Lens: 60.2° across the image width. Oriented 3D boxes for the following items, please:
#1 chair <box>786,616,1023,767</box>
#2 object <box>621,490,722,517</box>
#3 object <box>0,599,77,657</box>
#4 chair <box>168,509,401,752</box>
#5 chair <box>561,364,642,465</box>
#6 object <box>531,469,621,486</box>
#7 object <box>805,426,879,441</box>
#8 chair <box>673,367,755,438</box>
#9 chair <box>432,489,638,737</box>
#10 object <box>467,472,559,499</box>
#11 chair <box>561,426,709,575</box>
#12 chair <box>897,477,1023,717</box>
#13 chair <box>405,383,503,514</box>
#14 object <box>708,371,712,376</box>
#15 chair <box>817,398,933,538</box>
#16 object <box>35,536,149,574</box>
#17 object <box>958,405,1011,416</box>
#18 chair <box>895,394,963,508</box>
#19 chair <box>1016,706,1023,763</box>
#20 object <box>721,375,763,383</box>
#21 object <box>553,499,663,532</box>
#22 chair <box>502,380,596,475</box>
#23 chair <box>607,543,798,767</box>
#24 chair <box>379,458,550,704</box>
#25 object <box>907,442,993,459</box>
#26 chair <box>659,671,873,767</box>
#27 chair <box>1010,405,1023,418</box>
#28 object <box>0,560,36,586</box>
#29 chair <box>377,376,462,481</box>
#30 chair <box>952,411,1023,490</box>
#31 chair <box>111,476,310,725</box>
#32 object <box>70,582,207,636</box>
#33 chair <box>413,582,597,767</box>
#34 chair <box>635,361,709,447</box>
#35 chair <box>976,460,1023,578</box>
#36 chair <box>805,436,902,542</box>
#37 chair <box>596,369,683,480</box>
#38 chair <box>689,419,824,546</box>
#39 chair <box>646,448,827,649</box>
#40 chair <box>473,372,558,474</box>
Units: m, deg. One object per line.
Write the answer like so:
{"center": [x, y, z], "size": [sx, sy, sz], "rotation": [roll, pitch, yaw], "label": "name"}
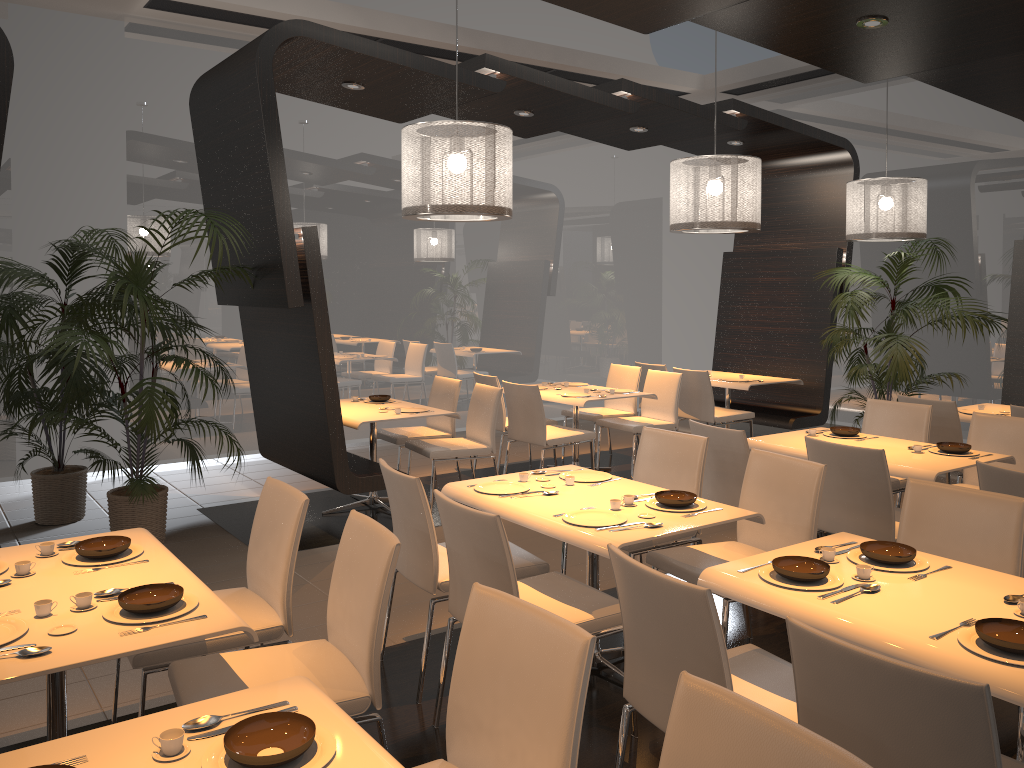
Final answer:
{"center": [0.954, 0.947, 1.967], "size": [0.606, 0.867, 0.485], "rotation": [-3, 4, -38], "label": "chair"}
{"center": [0.616, 0.465, 3.542], "size": [0.304, 0.044, 0.366], "rotation": [-5, 8, -36], "label": "object"}
{"center": [-1.280, 0.617, 2.202], "size": [0.335, 0.038, 0.378], "rotation": [-5, 8, -41], "label": "object"}
{"center": [-0.659, 0.879, 2.595], "size": [0.606, 0.867, 0.485], "rotation": [-2, 3, -28], "label": "chair"}
{"center": [0.837, 0.276, 8.093], "size": [0.606, 0.872, 0.485], "rotation": [-2, 4, -33], "label": "chair"}
{"center": [0.273, 0.411, 4.061], "size": [0.378, 0.038, 0.336], "rotation": [6, 9, 44], "label": "object"}
{"center": [1.915, 0.283, 5.194], "size": [0.304, 0.044, 0.366], "rotation": [-5, 8, -36], "label": "object"}
{"center": [1.808, 0.284, 8.012], "size": [0.606, 0.872, 0.485], "rotation": [-2, 4, -33], "label": "chair"}
{"center": [0.066, 0.816, 3.165], "size": [0.606, 0.867, 0.485], "rotation": [-2, 4, -33], "label": "chair"}
{"center": [0.022, 0.438, 3.821], "size": [0.335, 0.038, 0.378], "rotation": [-5, 8, -41], "label": "object"}
{"center": [0.610, 0.690, 4.306], "size": [0.606, 0.867, 0.485], "rotation": [-3, 4, -38], "label": "chair"}
{"center": [1.436, 0.828, 3.063], "size": [0.606, 0.872, 0.485], "rotation": [-3, 4, -38], "label": "chair"}
{"center": [-0.407, 0.458, 6.419], "size": [0.606, 0.867, 0.485], "rotation": [-2, 3, -28], "label": "chair"}
{"center": [1.795, -0.107, 8.741], "size": [0.304, 0.044, 0.366], "rotation": [-5, 8, -36], "label": "object"}
{"center": [2.246, 0.562, 5.461], "size": [0.606, 0.867, 0.485], "rotation": [-3, 4, -38], "label": "chair"}
{"center": [-1.371, 0.539, 2.885], "size": [0.304, 0.044, 0.366], "rotation": [-5, 8, -36], "label": "object"}
{"center": [3.294, 0.185, 6.108], "size": [0.335, 0.038, 0.378], "rotation": [-5, 8, -41], "label": "object"}
{"center": [2.959, 0.510, 5.953], "size": [0.606, 0.872, 0.485], "rotation": [-2, 3, -28], "label": "chair"}
{"center": [1.839, 0.887, 2.501], "size": [0.606, 0.867, 0.485], "rotation": [-2, 3, -28], "label": "chair"}
{"center": [2.146, -0.048, 8.233], "size": [0.335, 0.038, 0.378], "rotation": [-5, 8, -41], "label": "object"}
{"center": [0.376, 0.493, 3.320], "size": [0.335, 0.038, 0.378], "rotation": [-5, 8, -41], "label": "object"}
{"center": [0.271, 0.407, 6.901], "size": [0.606, 0.872, 0.485], "rotation": [-3, 4, -38], "label": "chair"}
{"center": [0.614, 0.893, 2.462], "size": [0.606, 0.867, 0.485], "rotation": [-2, 3, -28], "label": "chair"}
{"center": [-0.223, 0.756, 3.711], "size": [0.606, 0.867, 0.485], "rotation": [-2, 3, -28], "label": "chair"}
{"center": [2.289, 0.341, 4.663], "size": [0.304, 0.044, 0.366], "rotation": [-5, 8, -36], "label": "object"}
{"center": [0.214, 1.015, 1.367], "size": [0.606, 0.872, 0.485], "rotation": [-2, 4, -33], "label": "chair"}
{"center": [3.425, 0.562, 5.472], "size": [0.606, 0.872, 0.485], "rotation": [-3, 4, -38], "label": "chair"}
{"center": [-1.635, 0.560, 2.692], "size": [0.304, 0.044, 0.366], "rotation": [-5, 8, -36], "label": "object"}
{"center": [-0.737, 0.401, 6.964], "size": [0.606, 0.872, 0.485], "rotation": [-2, 4, -33], "label": "chair"}
{"center": [2.586, 0.628, 4.854], "size": [0.606, 0.867, 0.485], "rotation": [-2, 4, -33], "label": "chair"}
{"center": [-1.045, 0.825, 3.090], "size": [0.606, 0.867, 0.485], "rotation": [-2, 4, -33], "label": "chair"}
{"center": [-1.020, 0.591, 2.408], "size": [0.304, 0.044, 0.366], "rotation": [-5, 8, -36], "label": "object"}
{"center": [-0.172, 0.961, 1.863], "size": [0.606, 0.872, 0.485], "rotation": [-3, 4, -38], "label": "chair"}
{"center": [1.545, 0.217, 8.603], "size": [0.606, 0.867, 0.485], "rotation": [-2, 4, -33], "label": "chair"}
{"center": [2.289, 0.762, 3.661], "size": [0.606, 0.872, 0.485], "rotation": [-2, 3, -28], "label": "chair"}
{"center": [1.778, 0.692, 4.304], "size": [0.606, 0.872, 0.485], "rotation": [-2, 4, -33], "label": "chair"}
{"center": [1.099, 0.339, 7.502], "size": [0.606, 0.867, 0.485], "rotation": [-2, 4, -33], "label": "chair"}
{"center": [1.315, 0.633, 4.816], "size": [0.606, 0.867, 0.485], "rotation": [-2, 3, -28], "label": "chair"}
{"center": [0.950, 0.759, 3.700], "size": [0.606, 0.872, 0.485], "rotation": [-2, 3, -28], "label": "chair"}
{"center": [0.010, 0.334, 7.552], "size": [0.606, 0.867, 0.485], "rotation": [-2, 3, -28], "label": "chair"}
